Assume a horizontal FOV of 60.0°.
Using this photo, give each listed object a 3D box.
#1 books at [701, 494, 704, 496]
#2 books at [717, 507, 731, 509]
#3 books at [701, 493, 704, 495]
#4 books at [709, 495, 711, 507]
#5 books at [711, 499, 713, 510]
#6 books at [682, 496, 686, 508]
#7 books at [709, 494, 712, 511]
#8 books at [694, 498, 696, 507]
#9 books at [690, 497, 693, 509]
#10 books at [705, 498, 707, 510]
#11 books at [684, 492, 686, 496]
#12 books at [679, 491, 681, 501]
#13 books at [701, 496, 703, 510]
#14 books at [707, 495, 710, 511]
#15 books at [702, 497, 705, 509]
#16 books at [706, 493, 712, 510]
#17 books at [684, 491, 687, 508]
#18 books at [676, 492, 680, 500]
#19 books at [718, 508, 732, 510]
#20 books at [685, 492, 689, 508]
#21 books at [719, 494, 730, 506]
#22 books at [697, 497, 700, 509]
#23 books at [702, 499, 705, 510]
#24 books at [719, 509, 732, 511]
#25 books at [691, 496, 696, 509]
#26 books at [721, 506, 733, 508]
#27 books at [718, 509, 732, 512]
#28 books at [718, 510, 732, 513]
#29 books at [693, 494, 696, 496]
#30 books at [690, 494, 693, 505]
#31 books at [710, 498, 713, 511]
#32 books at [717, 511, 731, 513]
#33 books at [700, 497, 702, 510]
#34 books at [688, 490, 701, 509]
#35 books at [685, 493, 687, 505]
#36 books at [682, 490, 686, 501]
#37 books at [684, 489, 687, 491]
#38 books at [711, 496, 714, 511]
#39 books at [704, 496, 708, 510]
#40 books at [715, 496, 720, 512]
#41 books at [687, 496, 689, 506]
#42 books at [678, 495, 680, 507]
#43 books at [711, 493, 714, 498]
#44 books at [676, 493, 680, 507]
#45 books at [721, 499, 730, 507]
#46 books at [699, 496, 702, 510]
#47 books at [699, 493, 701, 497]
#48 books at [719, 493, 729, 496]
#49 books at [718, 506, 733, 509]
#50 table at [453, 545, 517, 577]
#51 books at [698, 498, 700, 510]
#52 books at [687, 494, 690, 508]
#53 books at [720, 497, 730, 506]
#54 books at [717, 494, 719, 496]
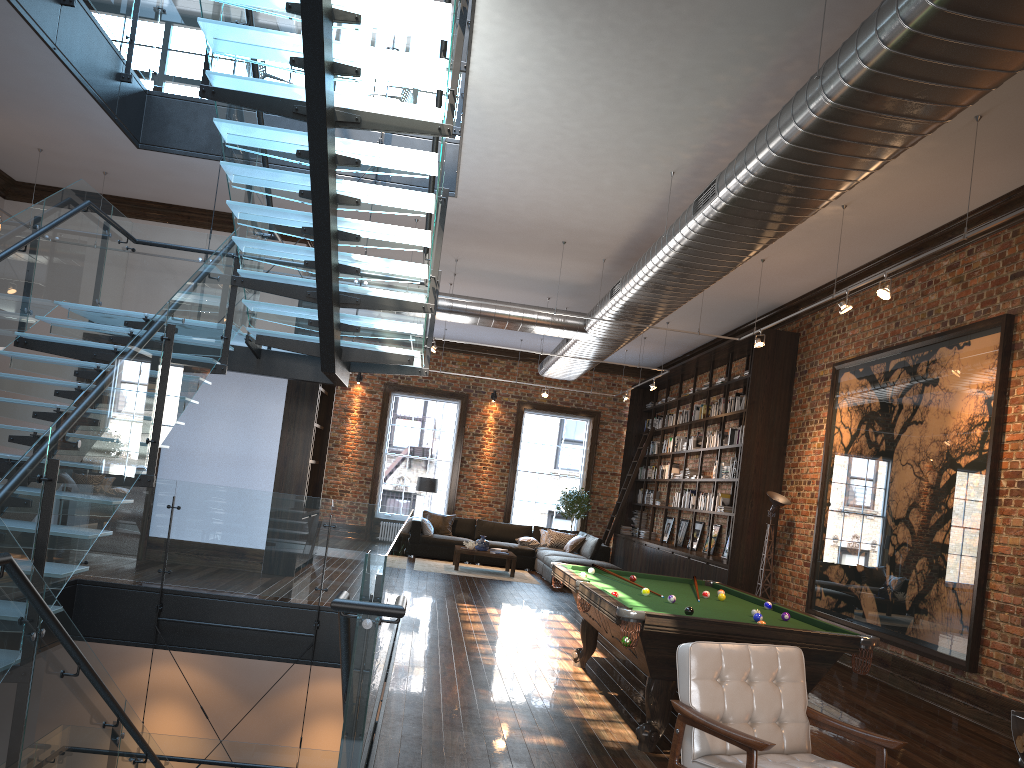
[{"bbox_3d":[3.209,1.965,14.743,0.146,0.274,0.013,7,-2,-5],"label":"books"},{"bbox_3d":[3.253,1.894,13.518,0.161,0.012,0.300,8,-7,-5],"label":"books"},{"bbox_3d":[3.215,1.967,14.791,0.159,0.284,0.014,7,-2,-5],"label":"books"},{"bbox_3d":[3.255,1.914,14.218,0.181,0.260,0.012,7,-2,-5],"label":"books"},{"bbox_3d":[3.257,1.927,14.081,0.167,0.204,0.028,8,-2,-5],"label":"books"},{"bbox_3d":[3.105,2.100,15.713,0.175,0.206,0.031,8,-2,-5],"label":"books"},{"bbox_3d":[3.250,1.909,14.195,0.161,0.263,0.033,7,-2,-5],"label":"books"},{"bbox_3d":[3.175,2.046,15.090,0.149,0.181,0.026,8,-2,-5],"label":"books"},{"bbox_3d":[3.157,2.044,15.193,0.191,0.204,0.025,8,-2,-5],"label":"books"},{"bbox_3d":[3.222,1.967,14.419,0.165,0.196,0.027,8,-2,-5],"label":"books"},{"bbox_3d":[3.130,2.072,15.752,0.154,0.275,0.013,7,-2,-5],"label":"books"},{"bbox_3d":[3.096,2.075,15.910,0.184,0.300,0.016,7,-2,-5],"label":"books"},{"bbox_3d":[3.215,1.964,14.600,0.179,0.245,0.032,7,-2,-5],"label":"books"},{"bbox_3d":[3.242,1.927,14.268,0.191,0.244,0.031,8,-2,-5],"label":"books"},{"bbox_3d":[3.213,1.969,14.530,0.174,0.217,0.027,8,-2,-5],"label":"books"},{"bbox_3d":[3.244,1.919,14.393,0.152,0.291,0.031,7,-2,-5],"label":"books"},{"bbox_3d":[3.135,2.052,15.652,0.155,0.293,0.030,7,-2,-5],"label":"books"},{"bbox_3d":[3.083,2.112,16.131,0.181,0.275,0.084,7,-2,-5],"label":"books"},{"bbox_3d":[3.262,1.908,13.518,0.161,0.012,0.304,7,-7,0],"label":"books"},{"bbox_3d":[3.135,2.034,15.480,0.185,0.287,0.016,7,-2,-5],"label":"books"},{"bbox_3d":[3.306,1.860,13.810,0.159,0.284,0.014,7,-2,-5],"label":"books"},{"bbox_3d":[3.187,2.010,14.909,0.153,0.220,0.034,7,-2,-5],"label":"books"},{"bbox_3d":[3.209,1.982,14.499,0.174,0.183,0.034,8,-2,-5],"label":"books"},{"bbox_3d":[3.256,1.919,13.518,0.159,0.012,0.339,7,-7,-2],"label":"books"},{"bbox_3d":[3.162,2.029,15.119,0.191,0.217,0.033,8,-2,-5],"label":"books"},{"bbox_3d":[3.258,1.871,13.519,0.161,0.012,0.308,7,-7,3],"label":"books"},{"bbox_3d":[3.257,1.931,13.517,0.161,0.012,0.305,7,-7,1],"label":"books"},{"bbox_3d":[3.258,1.944,13.517,0.159,0.012,0.341,7,-7,0],"label":"books"},{"bbox_3d":[3.168,2.014,15.143,0.176,0.255,0.014,7,-2,-5],"label":"books"},{"bbox_3d":[3.157,2.023,15.240,0.171,0.257,0.013,7,-2,-5],"label":"books"},{"bbox_3d":[3.255,1.931,14.126,0.183,0.206,0.029,8,-2,-5],"label":"books"},{"bbox_3d":[3.252,1.955,13.516,0.159,0.012,0.339,7,-7,-2],"label":"books"},{"bbox_3d":[3.211,1.993,14.689,0.170,0.208,0.028,8,-2,-5],"label":"books"},{"bbox_3d":[3.147,1.998,15.285,0.186,0.316,0.015,7,-2,-5],"label":"books"},{"bbox_3d":[3.133,2.042,15.536,0.185,0.284,0.015,7,-2,-5],"label":"books"},{"bbox_3d":[3.115,2.061,15.817,0.170,0.310,0.039,7,-2,-5],"label":"books"},{"bbox_3d":[3.113,2.051,15.843,0.144,0.336,0.013,7,-2,-5],"label":"books"},{"bbox_3d":[3.262,1.909,14.054,0.175,0.234,0.027,7,-2,-5],"label":"books"},{"bbox_3d":[3.223,1.952,14.466,0.166,0.237,0.034,7,-2,-5],"label":"books"},{"bbox_3d":[3.274,1.879,13.843,0.176,0.245,0.039,7,-2,-5],"label":"books"},{"bbox_3d":[3.130,2.064,15.392,0.180,0.205,0.012,8,-2,-5],"label":"books"},{"bbox_3d":[3.090,2.099,15.932,0.183,0.255,0.029,7,-2,-5],"label":"books"},{"bbox_3d":[3.261,1.889,14.149,0.178,0.296,0.014,7,-2,-5],"label":"books"},{"bbox_3d":[3.072,2.109,16.046,0.189,0.259,0.027,7,-2,-5],"label":"books"},{"bbox_3d":[3.309,1.891,13.752,0.136,0.210,0.036,7,-2,-5],"label":"books"},{"bbox_3d":[3.198,1.981,14.718,0.167,0.233,0.032,7,-2,-5],"label":"books"},{"bbox_3d":[3.197,1.979,14.936,0.132,0.290,0.016,7,-2,-5],"label":"books"},{"bbox_3d":[3.300,1.859,13.872,0.149,0.299,0.013,7,-2,-5],"label":"books"},{"bbox_3d":[3.263,1.883,13.519,0.159,0.012,0.340,7,-7,-1],"label":"books"},{"bbox_3d":[-0.480,3.013,15.118,1.001,0.344,1.006,8,-6,-5],"label":"table"},{"bbox_3d":[3.198,2.013,14.843,0.158,0.200,0.028,8,-2,-5],"label":"books"},{"bbox_3d":[3.136,2.033,15.316,0.187,0.250,0.050,7,-2,-5],"label":"books"},{"bbox_3d":[3.304,1.885,13.786,0.141,0.228,0.032,7,-2,-5],"label":"books"},{"bbox_3d":[3.280,1.880,13.955,0.175,0.271,0.031,7,-2,-5],"label":"books"}]
